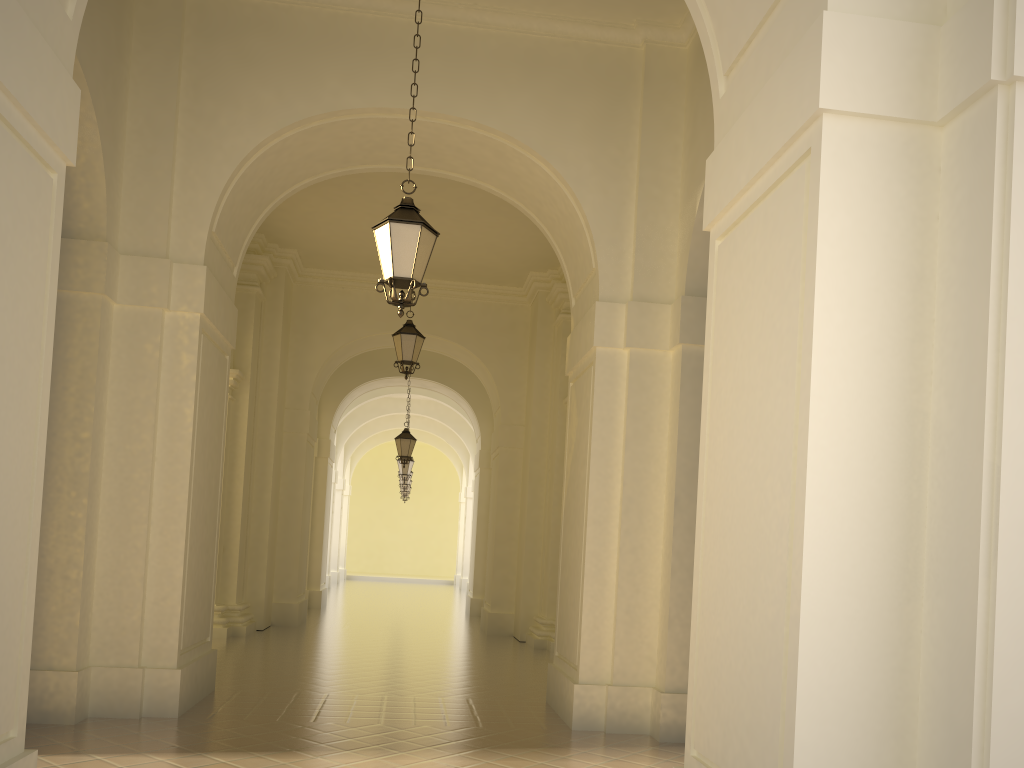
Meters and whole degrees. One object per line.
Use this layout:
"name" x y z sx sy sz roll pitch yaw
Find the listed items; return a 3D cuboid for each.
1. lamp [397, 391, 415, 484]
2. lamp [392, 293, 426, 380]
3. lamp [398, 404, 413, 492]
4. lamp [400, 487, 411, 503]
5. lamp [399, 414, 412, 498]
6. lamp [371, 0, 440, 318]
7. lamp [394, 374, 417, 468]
"lamp" -2.901 1.142 24.378 0.511 3.290 0.444 3 -2 -7
"lamp" -1.493 -1.328 12.972 0.441 2.551 0.514 2 -2 23
"lamp" -3.370 1.850 28.246 0.511 3.290 0.444 3 -2 -7
"lamp" -4.290 3.236 35.818 0.511 3.290 0.444 3 -2 -7
"lamp" -3.831 2.545 32.043 0.511 3.290 0.444 3 -2 -7
"lamp" -0.732 -2.127 6.518 0.445 3.290 0.510 5 -2 -37
"lamp" -2.292 0.224 19.365 0.445 3.290 0.510 5 -2 -37
